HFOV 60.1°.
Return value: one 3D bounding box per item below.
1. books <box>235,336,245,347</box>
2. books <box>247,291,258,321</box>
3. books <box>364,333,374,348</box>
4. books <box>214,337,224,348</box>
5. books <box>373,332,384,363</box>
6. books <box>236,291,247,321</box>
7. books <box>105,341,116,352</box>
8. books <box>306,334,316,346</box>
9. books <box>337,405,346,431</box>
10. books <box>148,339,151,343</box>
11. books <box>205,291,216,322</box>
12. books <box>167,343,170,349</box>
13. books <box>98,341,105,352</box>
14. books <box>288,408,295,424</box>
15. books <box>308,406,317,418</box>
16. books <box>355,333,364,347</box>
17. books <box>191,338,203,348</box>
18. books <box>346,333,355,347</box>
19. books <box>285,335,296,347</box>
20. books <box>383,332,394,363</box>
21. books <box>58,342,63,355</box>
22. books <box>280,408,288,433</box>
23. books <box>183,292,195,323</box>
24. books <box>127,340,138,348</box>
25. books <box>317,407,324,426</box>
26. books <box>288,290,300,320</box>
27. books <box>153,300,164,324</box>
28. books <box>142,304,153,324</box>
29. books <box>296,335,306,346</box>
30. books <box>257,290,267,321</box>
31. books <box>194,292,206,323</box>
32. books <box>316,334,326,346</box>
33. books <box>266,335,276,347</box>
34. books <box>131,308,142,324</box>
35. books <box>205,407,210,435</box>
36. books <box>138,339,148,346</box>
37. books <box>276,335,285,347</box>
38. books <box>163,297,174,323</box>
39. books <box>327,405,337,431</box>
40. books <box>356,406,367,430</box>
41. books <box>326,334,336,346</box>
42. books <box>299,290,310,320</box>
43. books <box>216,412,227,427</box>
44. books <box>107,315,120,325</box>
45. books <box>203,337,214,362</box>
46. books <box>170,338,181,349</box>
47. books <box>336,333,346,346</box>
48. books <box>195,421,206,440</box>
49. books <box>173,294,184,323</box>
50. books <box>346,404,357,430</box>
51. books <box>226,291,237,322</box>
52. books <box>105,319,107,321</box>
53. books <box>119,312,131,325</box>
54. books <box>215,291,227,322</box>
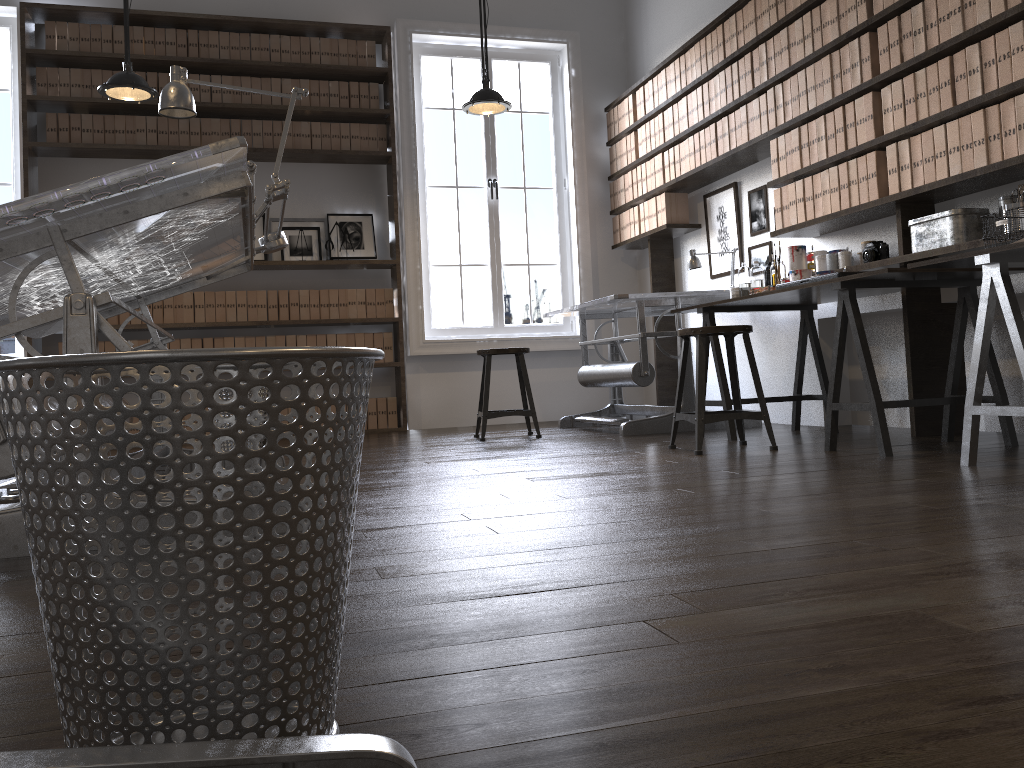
[{"bbox_3d":[-1.933,-0.221,6.303,0.067,0.226,0.174,-2,-2,-16],"label":"books"},{"bbox_3d":[-1.858,-0.547,6.341,0.067,0.226,0.174,-2,-2,-16],"label":"books"},{"bbox_3d":[-1.069,-0.263,6.559,0.067,0.226,0.174,-2,-2,-16],"label":"books"},{"bbox_3d":[-2.067,-0.214,6.268,0.067,0.226,0.174,-2,-2,-16],"label":"books"},{"bbox_3d":[-1.001,-0.266,6.579,0.067,0.226,0.174,-2,-2,-16],"label":"books"},{"bbox_3d":[-1.927,-0.544,6.321,0.067,0.226,0.174,-2,-2,-16],"label":"books"},{"bbox_3d":[-2.740,-0.181,6.070,0.067,0.226,0.174,-2,-2,-16],"label":"books"},{"bbox_3d":[-1.462,-0.244,6.445,0.067,0.226,0.174,-2,-2,-16],"label":"books"},{"bbox_3d":[-1.252,0.229,6.476,0.067,0.226,0.174,-2,-2,-16],"label":"books"},{"bbox_3d":[-2.477,-0.194,6.141,0.067,0.226,0.174,-2,-2,-16],"label":"books"},{"bbox_3d":[-2.132,-0.534,6.267,0.067,0.226,0.174,-2,-2,-16],"label":"books"},{"bbox_3d":[-2.414,-0.197,6.166,0.067,0.226,0.174,-2,-2,-16],"label":"books"},{"bbox_3d":[-2.807,-0.178,6.052,0.067,0.226,0.174,-2,-2,-16],"label":"books"},{"bbox_3d":[-1.577,0.245,6.376,0.067,0.226,0.174,-2,-2,-16],"label":"books"},{"bbox_3d":[-1.448,0.239,6.417,0.067,0.226,0.174,-2,-2,-16],"label":"books"},{"bbox_3d":[-1.132,-0.260,6.534,0.067,0.226,0.174,-2,-2,-16],"label":"books"},{"bbox_3d":[-2.210,-0.207,6.226,0.067,0.226,0.174,-2,-2,-16],"label":"books"},{"bbox_3d":[-1.197,-0.257,6.520,0.067,0.226,0.174,-2,-2,-16],"label":"books"},{"bbox_3d":[-1.597,-0.237,6.398,0.067,0.226,0.174,-2,-2,-16],"label":"books"},{"bbox_3d":[-0.932,-0.270,6.594,0.067,0.226,0.174,-2,-2,-16],"label":"books"},{"bbox_3d":[-3.011,-0.168,5.985,0.067,0.226,0.174,-2,-2,-16],"label":"books"},{"bbox_3d":[-1.646,0.248,6.360,0.067,0.226,0.174,-2,-2,-16],"label":"books"},{"bbox_3d":[-2.269,-0.527,6.225,0.067,0.226,0.174,-2,-2,-16],"label":"books"},{"bbox_3d":[-2.602,-0.188,6.108,0.067,0.226,0.174,-2,-2,-16],"label":"books"},{"bbox_3d":[-1.383,0.236,6.432,0.067,0.226,0.174,-2,-2,-16],"label":"books"},{"bbox_3d":[-1.583,-0.561,6.429,0.067,0.226,0.174,-2,-2,-16],"label":"books"},{"bbox_3d":[-2.458,-0.518,6.172,0.067,0.226,0.174,-2,-2,-16],"label":"books"},{"bbox_3d":[-2.527,-0.515,6.153,0.067,0.226,0.174,-2,-2,-16],"label":"books"},{"bbox_3d":[-1.528,-0.241,6.422,0.067,0.226,0.174,-2,-2,-16],"label":"books"},{"bbox_3d":[-1.798,-0.550,6.363,0.067,0.226,0.174,-2,-2,-16],"label":"books"},{"bbox_3d":[-2.199,-0.531,6.243,0.067,0.226,0.174,-2,-2,-16],"label":"books"},{"bbox_3d":[-1.395,-0.247,6.463,0.067,0.226,0.174,-2,-2,-16],"label":"books"},{"bbox_3d":[-1.728,-0.231,6.364,0.067,0.226,0.174,-2,-2,-16],"label":"books"},{"bbox_3d":[-2.593,-0.511,6.129,0.067,0.226,0.174,-2,-2,-16],"label":"books"},{"bbox_3d":[-2.113,0.271,6.218,0.067,0.226,0.174,-2,-2,-16],"label":"books"},{"bbox_3d":[-2.542,-0.191,6.127,0.067,0.226,0.174,-2,-2,-16],"label":"books"},{"bbox_3d":[-1.666,-0.234,6.378,0.067,0.226,0.174,-2,-2,-16],"label":"books"},{"bbox_3d":[-2.392,-0.521,6.186,0.067,0.226,0.174,-2,-2,-16],"label":"books"},{"bbox_3d":[-1.320,0.232,6.456,0.067,0.226,0.174,-2,-2,-16],"label":"books"},{"bbox_3d":[-1.116,0.222,6.516,0.067,0.226,0.174,-2,-2,-16],"label":"books"},{"bbox_3d":[-1.326,-0.251,6.479,0.067,0.226,0.174,-2,-2,-16],"label":"books"},{"bbox_3d":[-1.514,-0.564,6.444,0.067,0.226,0.174,-2,-2,-16],"label":"books"},{"bbox_3d":[-2.044,0.268,6.242,0.067,0.226,0.174,-2,-2,-16],"label":"books"},{"bbox_3d":[-2.733,-0.505,6.087,0.067,0.226,0.174,-2,-2,-16],"label":"books"},{"bbox_3d":[-2.136,-0.211,6.242,0.067,0.226,0.174,-2,-2,-16],"label":"books"},{"bbox_3d":[-2.346,-0.200,6.186,0.067,0.226,0.174,-2,-2,-16],"label":"books"},{"bbox_3d":[-1.257,-0.254,6.501,0.067,0.226,0.174,-2,-2,-16],"label":"books"},{"bbox_3d":[-2.182,0.275,6.198,0.067,0.226,0.174,-2,-2,-16],"label":"books"},{"bbox_3d":[-2.329,-0.524,6.209,0.067,0.226,0.174,-2,-2,-16],"label":"books"},{"bbox_3d":[-1.183,0.226,6.492,0.067,0.226,0.174,-2,-2,-16],"label":"books"},{"bbox_3d":[-1.998,-0.541,6.304,0.067,0.226,0.174,-2,-2,-16],"label":"books"},{"bbox_3d":[-2.806,-0.501,6.071,0.067,0.226,0.174,-2,-2,-16],"label":"books"},{"bbox_3d":[-2.663,-0.508,6.113,0.067,0.226,0.174,-2,-2,-16],"label":"books"},{"bbox_3d":[-2.066,-0.537,6.288,0.067,0.226,0.174,-2,-2,-16],"label":"books"}]
